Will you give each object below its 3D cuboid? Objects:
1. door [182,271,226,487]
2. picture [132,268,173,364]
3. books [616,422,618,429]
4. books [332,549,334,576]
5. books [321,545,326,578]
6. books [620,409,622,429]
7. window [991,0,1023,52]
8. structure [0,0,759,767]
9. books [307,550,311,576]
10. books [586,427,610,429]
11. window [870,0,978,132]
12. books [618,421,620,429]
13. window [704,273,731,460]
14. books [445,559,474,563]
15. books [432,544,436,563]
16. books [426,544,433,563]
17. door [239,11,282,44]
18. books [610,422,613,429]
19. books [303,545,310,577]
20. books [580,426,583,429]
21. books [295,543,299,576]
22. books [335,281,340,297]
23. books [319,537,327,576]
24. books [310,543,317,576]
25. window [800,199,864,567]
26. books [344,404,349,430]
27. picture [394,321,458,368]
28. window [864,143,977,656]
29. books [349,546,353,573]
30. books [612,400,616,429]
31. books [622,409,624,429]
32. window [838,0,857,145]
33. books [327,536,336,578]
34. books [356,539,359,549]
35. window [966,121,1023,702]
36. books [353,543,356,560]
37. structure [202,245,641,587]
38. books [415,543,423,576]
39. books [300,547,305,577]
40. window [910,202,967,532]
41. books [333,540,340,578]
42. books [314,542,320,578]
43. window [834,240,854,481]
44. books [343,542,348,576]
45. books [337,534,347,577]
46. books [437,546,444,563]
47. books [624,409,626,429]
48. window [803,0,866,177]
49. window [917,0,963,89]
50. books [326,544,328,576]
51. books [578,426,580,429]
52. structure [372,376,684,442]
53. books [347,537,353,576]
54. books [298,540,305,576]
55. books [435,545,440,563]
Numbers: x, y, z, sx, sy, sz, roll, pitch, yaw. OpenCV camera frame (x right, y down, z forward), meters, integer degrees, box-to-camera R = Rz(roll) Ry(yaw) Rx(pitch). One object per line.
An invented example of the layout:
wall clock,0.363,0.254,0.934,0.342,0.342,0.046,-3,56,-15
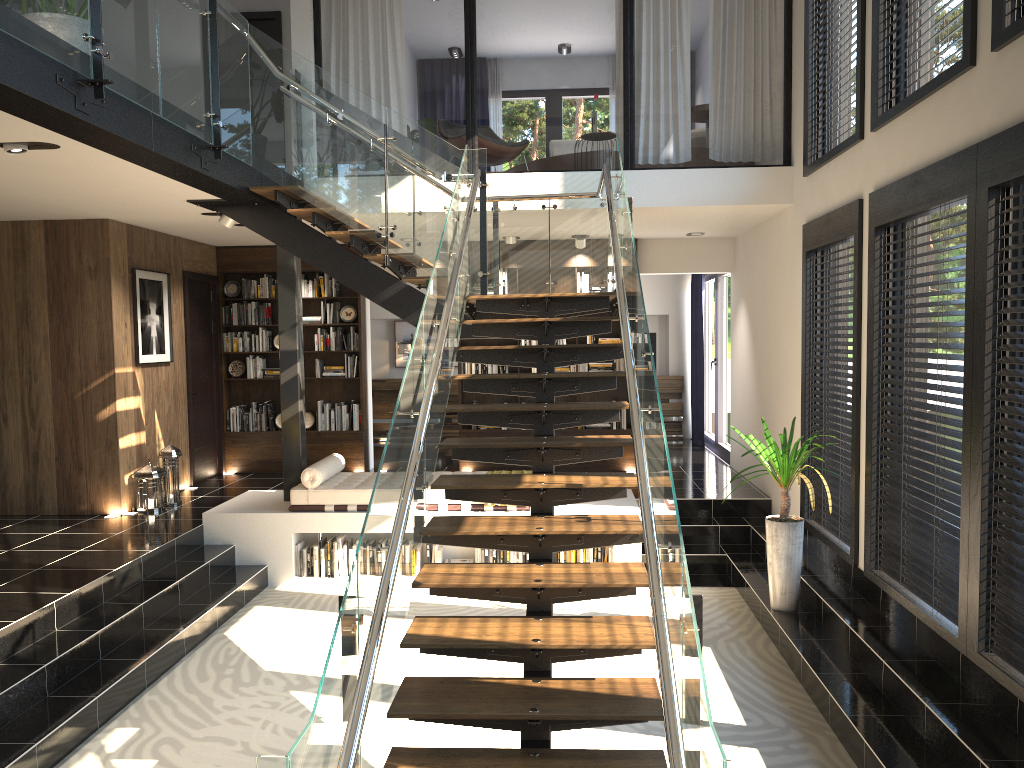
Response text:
door,-3.509,-0.067,10.034,0.104,2.349,0.930,-1,4,3
picture,-3.543,-0.661,8.769,0.028,0.912,0.748,-1,4,3
books,1.219,0.364,10.359,0.027,0.311,0.148,-1,4,3
books,-1.548,1.554,7.791,0.029,0.237,0.146,-1,4,3
books,-1.635,1.548,7.769,0.027,0.254,0.204,-1,4,3
books,1.267,0.402,10.366,0.022,0.234,0.178,-1,4,3
window,2.300,-2.709,3.248,0.358,2.478,1.392,-1,4,3
structure,-0.937,-0.110,4.280,3.447,4.872,7.273,-1,3,3
books,-1.773,1.568,7.821,0.029,0.212,0.130,-1,4,3
books,1.003,0.508,10.398,0.273,0.025,0.156,-1,3,1
window,2.394,-2.796,4.838,0.358,2.478,1.392,-1,4,3
books,1.244,0.385,10.369,0.023,0.267,0.147,-1,4,3
window,2.820,-0.323,12.070,0.184,2.478,2.978,-1,3,3
books,-0.463,1.572,7.807,0.249,0.026,0.148,-1,3,1
books,-0.685,1.534,7.826,0.045,0.252,0.142,-1,4,3
books,-0.724,1.519,7.811,0.030,0.284,0.176,-1,4,3
door,-3.103,-3.109,10.333,0.931,2.349,0.104,-1,4,3
books,1.163,0.397,10.361,0.026,0.247,0.149,-1,4,3
books,-1.803,1.555,7.795,0.027,0.241,0.149,-1,4,3
books,0.812,0.424,10.387,0.025,0.199,0.149,-1,4,3
books,-1.876,1.540,7.825,0.025,0.271,0.156,-1,4,3
books,-2.067,-1.125,10.529,0.022,0.195,0.135,-1,4,3
books,-1.661,1.516,7.805,0.029,0.314,0.163,-1,4,3
books,-1.744,1.545,7.821,0.030,0.256,0.145,-1,4,3
window,2.526,-0.028,6.619,0.358,2.478,1.392,-1,4,3
books,-1.974,0.398,10.588,0.011,0.300,0.153,-1,4,3
picture,-0.106,-0.654,14.083,3.543,0.749,0.035,-1,4,3
window,2.430,0.057,4.989,0.358,2.478,1.497,-1,4,3
books,-1.396,1.551,7.784,0.029,0.241,0.165,-1,4,3
books,1.190,0.357,10.359,0.030,0.326,0.194,-1,4,3
books,1.289,0.392,10.356,0.023,0.254,0.191,-1,4,3
window,2.558,-2.882,6.415,0.005,2.299,1.220,-1,4,3
books,-1.579,1.513,7.767,0.030,0.322,0.202,-1,4,3
books,-1.349,1.521,7.816,0.020,0.296,0.102,-1,4,3
window,2.342,0.138,3.499,0.358,2.478,1.497,-1,4,3
books,-1.370,1.535,7.795,0.021,0.271,0.148,-1,4,3
structure,-0.778,0.092,8.084,3.782,3.248,1.148,-1,4,3
books,-0.816,1.535,7.784,0.050,0.258,0.215,-1,4,3
books,-1.829,1.562,7.793,0.024,0.229,0.171,-1,4,3
window,2.500,0.057,4.976,0.005,2.299,1.312,-1,4,3
books,-1.522,1.519,7.762,0.028,0.310,0.211,-1,4,3
books,-1.694,1.539,7.781,0.035,0.273,0.200,-1,4,3
window,2.596,-0.028,6.607,0.005,2.299,1.220,-1,4,3
books,-1.445,1.531,7.779,0.025,0.283,0.149,-1,4,3
books,-1.483,1.503,7.779,0.051,0.338,0.187,-1,4,3
books,-0.629,1.551,7.798,0.030,0.218,0.185,-1,4,3
books,1.312,0.382,10.347,0.025,0.274,0.204,-1,4,3
window,2.488,-2.882,6.427,0.358,2.478,1.392,-1,4,3
window,2.464,-2.796,4.826,0.005,2.299,1.220,-1,4,3
books,-1.606,1.533,7.799,0.028,0.279,0.120,-1,4,3
books,0.788,0.392,10.400,0.024,0.264,0.174,-1,4,3
structure,-0.517,0.379,13.986,6.276,0.982,0.885,-1,3,3
books,-1.421,1.515,7.785,0.021,0.313,0.139,-1,4,3
books,-1.853,1.533,7.807,0.024,0.286,0.130,-1,4,3
books,-0.654,1.532,7.798,0.020,0.258,0.154,-1,4,3
